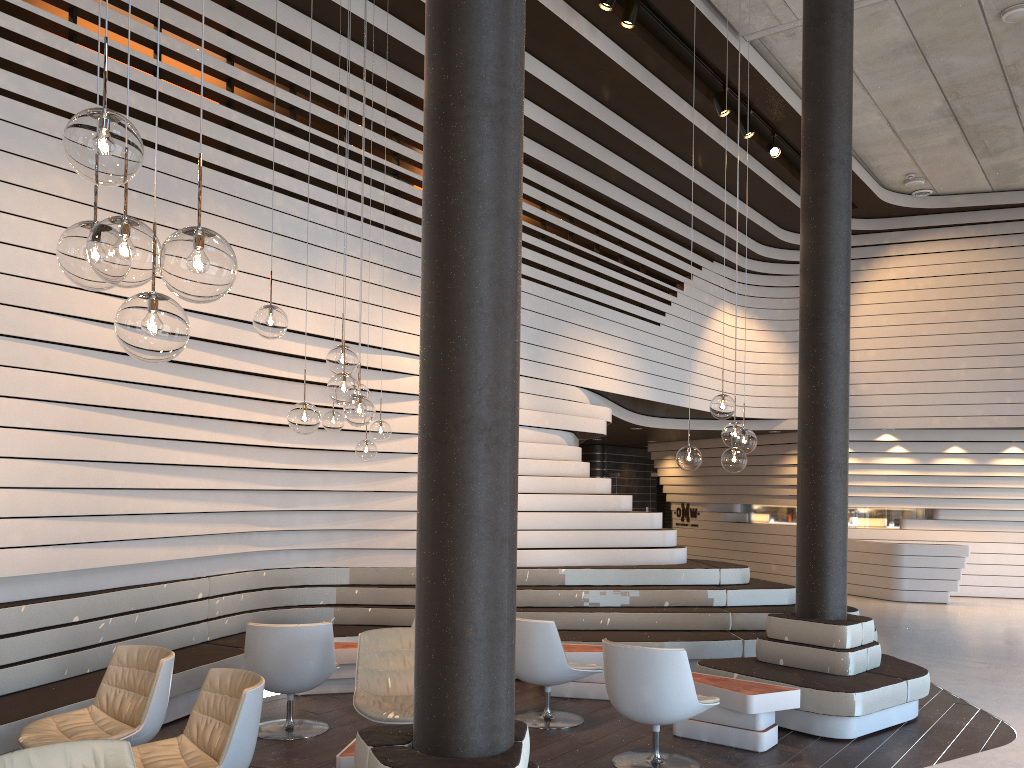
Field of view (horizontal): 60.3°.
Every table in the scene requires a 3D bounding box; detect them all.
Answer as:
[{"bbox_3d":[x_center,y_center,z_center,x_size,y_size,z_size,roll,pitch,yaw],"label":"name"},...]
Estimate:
[{"bbox_3d":[-1.450,2.316,7.211,0.903,0.369,0.417,3,-4,-16],"label":"table"},{"bbox_3d":[-0.464,2.010,4.523,0.903,0.369,0.417,3,-4,-16],"label":"table"},{"bbox_3d":[0.628,2.346,7.183,0.907,0.369,0.415,0,-4,9],"label":"table"},{"bbox_3d":[1.432,2.212,5.963,0.912,0.369,0.413,-4,-6,38],"label":"table"}]

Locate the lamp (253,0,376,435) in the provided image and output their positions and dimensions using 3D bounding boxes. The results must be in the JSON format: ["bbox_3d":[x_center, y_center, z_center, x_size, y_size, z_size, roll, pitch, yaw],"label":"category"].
[{"bbox_3d":[-0.970,-2.105,4.524,0.311,4.729,0.660,0,-1,45],"label":"lamp"}]

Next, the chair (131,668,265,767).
[{"bbox_3d":[-1.496,1.734,4.000,0.708,0.764,0.662,3,-4,-34],"label":"chair"}]

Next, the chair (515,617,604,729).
[{"bbox_3d":[0.270,2.049,6.404,0.708,0.764,0.662,4,-4,-38],"label":"chair"}]

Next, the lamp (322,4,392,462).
[{"bbox_3d":[-1.154,-1.764,6.705,0.532,4.702,0.334,1,-1,-2],"label":"lamp"}]

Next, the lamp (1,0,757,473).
[{"bbox_3d":[3.436,-1.072,11.029,9.095,4.599,41.878,-3,-8,36],"label":"lamp"}]

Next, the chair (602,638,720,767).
[{"bbox_3d":[0.889,1.939,5.399,0.661,0.764,0.709,-2,-4,37],"label":"chair"}]

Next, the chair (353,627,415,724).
[{"bbox_3d":[-0.635,1.906,5.328,0.655,0.764,0.715,2,-4,-14],"label":"chair"}]

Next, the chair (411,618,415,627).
[{"bbox_3d":[-0.706,2.065,6.661,0.715,0.764,0.655,-2,-4,36],"label":"chair"}]

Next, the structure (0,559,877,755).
[{"bbox_3d":[-2.907,1.602,3.756,5.809,0.924,18.205,-3,-8,32],"label":"structure"}]

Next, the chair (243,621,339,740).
[{"bbox_3d":[-1.517,1.978,6.040,0.655,0.764,0.715,1,-4,-10],"label":"chair"}]

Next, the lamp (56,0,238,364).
[{"bbox_3d":[-0.847,-2.387,2.076,0.546,4.663,0.293,1,-1,21],"label":"lamp"}]

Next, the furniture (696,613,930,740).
[{"bbox_3d":[2.401,2.125,6.558,1.767,0.720,1.286,3,-6,-18],"label":"furniture"}]

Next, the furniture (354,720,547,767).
[{"bbox_3d":[-0.447,1.701,3.394,1.276,0.719,1.781,0,-6,7],"label":"furniture"}]

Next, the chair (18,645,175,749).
[{"bbox_3d":[-2.135,1.792,4.572,0.661,0.764,0.709,-2,-5,43],"label":"chair"}]

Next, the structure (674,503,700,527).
[{"bbox_3d":[3.612,2.705,18.257,0.017,0.468,0.808,1,-5,-28],"label":"structure"}]

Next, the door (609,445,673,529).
[{"bbox_3d":[2.895,2.694,19.491,1.784,2.694,0.079,-1,-2,41],"label":"door"}]

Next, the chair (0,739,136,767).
[{"bbox_3d":[-1.362,1.588,2.762,0.715,0.764,0.655,-2,-4,39],"label":"chair"}]
